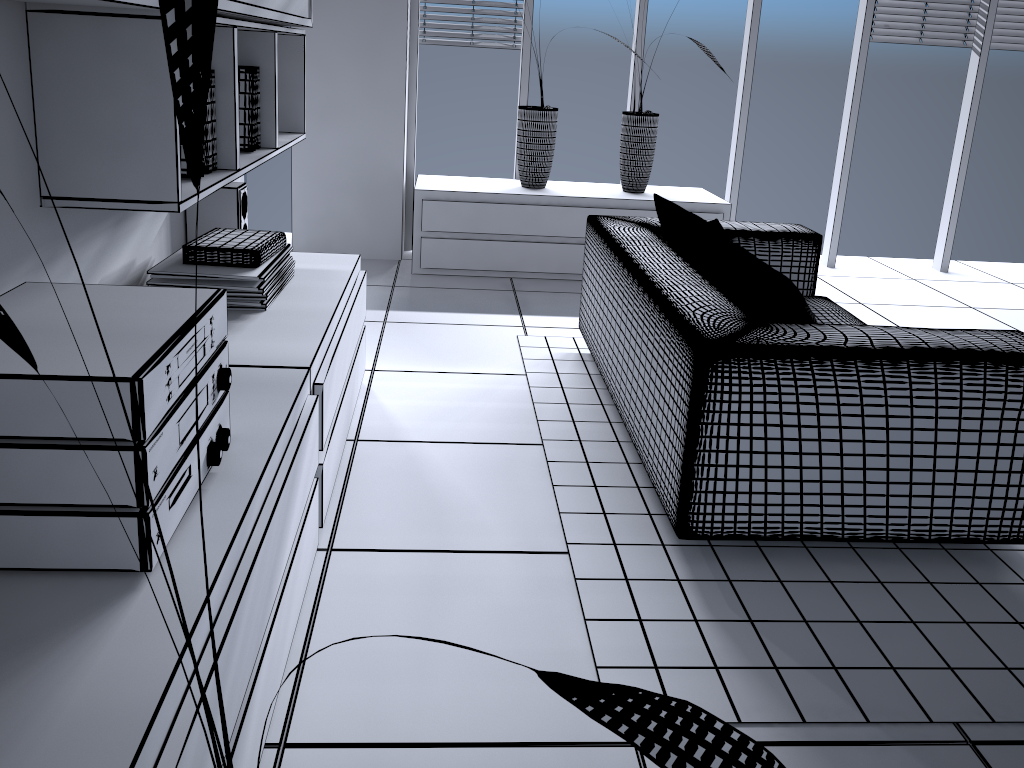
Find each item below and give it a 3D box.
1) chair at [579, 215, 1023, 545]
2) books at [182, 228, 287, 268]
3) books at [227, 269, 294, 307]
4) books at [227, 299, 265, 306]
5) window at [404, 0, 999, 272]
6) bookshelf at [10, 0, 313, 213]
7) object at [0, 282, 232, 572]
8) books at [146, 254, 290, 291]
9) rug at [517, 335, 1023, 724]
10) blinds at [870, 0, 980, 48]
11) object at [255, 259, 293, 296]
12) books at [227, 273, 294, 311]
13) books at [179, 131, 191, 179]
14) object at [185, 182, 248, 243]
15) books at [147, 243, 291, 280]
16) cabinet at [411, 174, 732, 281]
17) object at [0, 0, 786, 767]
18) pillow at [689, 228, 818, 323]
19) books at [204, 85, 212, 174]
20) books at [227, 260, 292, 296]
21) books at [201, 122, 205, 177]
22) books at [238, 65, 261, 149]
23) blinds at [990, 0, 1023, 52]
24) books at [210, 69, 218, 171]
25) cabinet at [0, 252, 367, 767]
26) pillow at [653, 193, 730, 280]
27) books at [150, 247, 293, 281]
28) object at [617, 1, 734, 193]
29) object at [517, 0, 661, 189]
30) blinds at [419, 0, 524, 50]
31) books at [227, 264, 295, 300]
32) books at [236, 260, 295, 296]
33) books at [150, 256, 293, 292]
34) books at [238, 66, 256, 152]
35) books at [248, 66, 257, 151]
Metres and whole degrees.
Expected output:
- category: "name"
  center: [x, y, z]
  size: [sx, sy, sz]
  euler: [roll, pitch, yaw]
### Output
- category: "chair"
  center: [0.814, -0.117, 2.825]
  size: [0.959, 0.536, 1.702]
  euler: [2, 20, -5]
- category: "books"
  center: [-0.762, -0.379, 2.441]
  size: [0.207, 0.048, 0.267]
  euler: [3, 20, 0]
- category: "books"
  center: [-0.800, -0.283, 2.509]
  size: [0.285, 0.008, 0.429]
  euler: [2, 20, -4]
- category: "books"
  center: [-0.806, -0.286, 2.489]
  size: [0.285, 0.008, 0.429]
  euler: [2, 20, -4]
- category: "window"
  center: [2.185, -2.160, 5.079]
  size: [5.500, 3.038, 0.103]
  euler: [2, 15, -5]
- category: "bookshelf"
  center: [-0.813, -1.045, 1.932]
  size: [0.327, 1.214, 2.908]
  euler: [2, 20, -5]
- category: "object"
  center: [-0.633, 0.038, 1.311]
  size: [0.347, 0.261, 0.444]
  euler: [2, 19, -5]
- category: "books"
  center: [-0.801, -0.321, 2.444]
  size: [0.285, 0.008, 0.429]
  euler: [2, 20, -4]
- category: "rug"
  center: [0.991, 0.224, 2.709]
  size: [1.797, 0.001, 2.304]
  euler: [2, 20, -5]
- category: "blinds"
  center: [2.445, -2.801, 5.013]
  size: [0.714, 1.642, 0.048]
  euler: [2, 15, -5]
- category: "object"
  center: [-0.801, -0.313, 2.482]
  size: [0.285, 0.008, 0.429]
  euler: [2, 20, -4]
- category: "books"
  center: [-0.800, -0.272, 2.505]
  size: [0.285, 0.008, 0.429]
  euler: [2, 20, -4]
- category: "books"
  center: [-0.858, -0.631, 2.132]
  size: [0.207, 0.252, 0.077]
  euler: [2, 15, -5]
- category: "object"
  center: [-0.967, -0.543, 2.898]
  size: [0.177, 0.225, 0.123]
  euler: [2, 16, -5]
- category: "books"
  center: [-0.796, -0.348, 2.437]
  size: [0.285, 0.008, 0.429]
  euler: [2, 20, -4]
- category: "cabinet"
  center: [0.299, -0.865, 4.918]
  size: [1.675, 0.437, 0.616]
  euler: [2, 19, -5]
- category: "object"
  center: [-0.253, 0.090, 0.650]
  size: [1.185, 1.540, 0.255]
  euler: [12, 17, 27]
- category: "pillow"
  center: [0.729, -0.194, 2.494]
  size: [0.340, 0.377, 0.585]
  euler: [1, 19, -7]
- category: "books"
  center: [-0.869, -0.667, 2.227]
  size: [0.207, 0.251, 0.051]
  euler: [2, 15, -4]
- category: "books"
  center: [-0.795, -0.307, 2.460]
  size: [0.285, 0.008, 0.429]
  euler: [2, 20, -4]
- category: "books"
  center: [-0.861, -0.642, 2.163]
  size: [0.207, 0.252, 0.077]
  euler: [2, 15, -5]
- category: "books"
  center: [-0.910, -0.886, 2.811]
  size: [0.207, 0.251, 0.051]
  euler: [2, 15, -4]
- category: "blinds"
  center: [3.151, -2.781, 5.070]
  size: [0.714, 1.642, 0.048]
  euler: [2, 15, -5]
- category: "books"
  center: [-0.872, -0.685, 2.277]
  size: [0.207, 0.251, 0.051]
  euler: [2, 15, -4]
- category: "cabinet"
  center: [-0.718, 0.169, 1.970]
  size: [0.573, 0.436, 2.342]
  euler: [2, 20, -5]
- category: "pillow"
  center: [0.691, -0.425, 3.049]
  size: [0.300, 0.386, 0.584]
  euler: [1, 19, -7]
- category: "books"
  center: [-0.791, -0.345, 2.457]
  size: [0.285, 0.008, 0.429]
  euler: [2, 20, -4]
- category: "object"
  center: [0.696, -1.883, 4.498]
  size: [1.550, 1.811, 0.712]
  euler: [0, 16, -10]
- category: "object"
  center: [0.182, -2.541, 4.631]
  size: [1.438, 2.901, 0.505]
  euler: [11, 17, 23]
- category: "blinds"
  center: [-0.194, -2.813, 4.818]
  size: [0.636, 1.828, 0.059]
  euler: [2, 15, -5]
- category: "books"
  center: [-0.796, -0.299, 2.498]
  size: [0.285, 0.008, 0.429]
  euler: [2, 20, -4]
- category: "books"
  center: [-0.796, -0.310, 2.502]
  size: [0.285, 0.008, 0.429]
  euler: [2, 20, -4]
- category: "books"
  center: [-0.795, -0.318, 2.464]
  size: [0.285, 0.008, 0.429]
  euler: [2, 20, -4]
- category: "books"
  center: [-0.899, -0.850, 2.716]
  size: [0.207, 0.252, 0.077]
  euler: [2, 15, -5]
- category: "books"
  center: [-0.902, -0.861, 2.747]
  size: [0.207, 0.252, 0.077]
  euler: [2, 15, -5]
